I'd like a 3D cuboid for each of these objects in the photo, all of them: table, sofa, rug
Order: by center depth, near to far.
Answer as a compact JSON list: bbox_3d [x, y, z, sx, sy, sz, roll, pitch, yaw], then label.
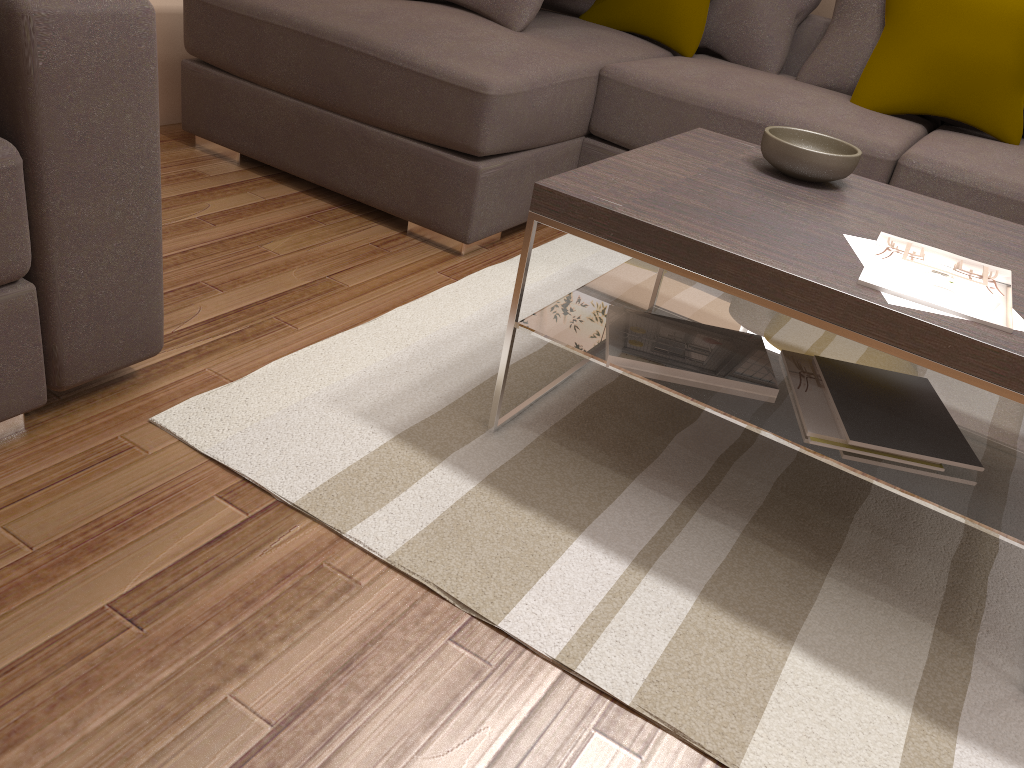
[{"bbox_3d":[-1.838,0.165,0.430,1.906,0.776,3.565,25,32,23],"label":"sofa"},{"bbox_3d":[0.680,-0.066,1.893,1.110,0.558,0.856,25,32,23],"label":"table"},{"bbox_3d":[0.637,0.177,2.024,2.122,0.024,1.791,25,32,23],"label":"rug"},{"bbox_3d":[0.845,-0.818,3.077,3.565,0.776,1.906,25,32,23],"label":"sofa"}]

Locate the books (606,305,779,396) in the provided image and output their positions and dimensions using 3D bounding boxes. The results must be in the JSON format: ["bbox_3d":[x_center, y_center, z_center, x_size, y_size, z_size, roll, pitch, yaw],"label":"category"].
[{"bbox_3d":[0.357,-0.069,1.803,0.332,0.026,0.241,11,29,0],"label":"books"}]

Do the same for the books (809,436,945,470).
[{"bbox_3d":[0.665,0.051,1.713,0.241,0.013,0.332,12,29,1],"label":"books"}]

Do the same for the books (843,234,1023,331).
[{"bbox_3d":[0.730,-0.178,1.547,0.241,0.008,0.332,12,29,1],"label":"books"}]

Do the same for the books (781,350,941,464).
[{"bbox_3d":[0.664,0.035,1.719,0.241,0.008,0.332,12,29,1],"label":"books"}]

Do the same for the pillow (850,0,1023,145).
[{"bbox_3d":[1.533,-1.100,2.978,0.658,0.492,0.382,19,30,14],"label":"pillow"}]

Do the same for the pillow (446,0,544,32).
[{"bbox_3d":[0.003,-1.574,3.300,0.792,0.415,0.645,28,34,27],"label":"pillow"}]

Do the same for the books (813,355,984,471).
[{"bbox_3d":[0.730,0.047,1.704,0.241,0.008,0.332,12,29,1],"label":"books"}]

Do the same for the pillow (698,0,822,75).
[{"bbox_3d":[0.956,-1.604,3.634,0.431,0.576,0.787,-18,40,-41],"label":"pillow"}]

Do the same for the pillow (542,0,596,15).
[{"bbox_3d":[0.058,-1.877,3.621,0.806,0.578,0.483,2,31,-16],"label":"pillow"}]

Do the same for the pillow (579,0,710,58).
[{"bbox_3d":[0.585,-1.607,3.588,0.631,0.486,0.335,27,33,25],"label":"pillow"}]

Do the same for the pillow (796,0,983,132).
[{"bbox_3d":[1.522,-1.286,3.240,0.783,0.590,0.459,22,31,18],"label":"pillow"}]

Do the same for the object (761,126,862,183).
[{"bbox_3d":[0.672,-0.515,2.019,0.219,0.081,0.219,28,33,27],"label":"object"}]

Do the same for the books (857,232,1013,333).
[{"bbox_3d":[0.748,-0.187,1.553,0.241,0.010,0.332,22,31,19],"label":"books"}]
